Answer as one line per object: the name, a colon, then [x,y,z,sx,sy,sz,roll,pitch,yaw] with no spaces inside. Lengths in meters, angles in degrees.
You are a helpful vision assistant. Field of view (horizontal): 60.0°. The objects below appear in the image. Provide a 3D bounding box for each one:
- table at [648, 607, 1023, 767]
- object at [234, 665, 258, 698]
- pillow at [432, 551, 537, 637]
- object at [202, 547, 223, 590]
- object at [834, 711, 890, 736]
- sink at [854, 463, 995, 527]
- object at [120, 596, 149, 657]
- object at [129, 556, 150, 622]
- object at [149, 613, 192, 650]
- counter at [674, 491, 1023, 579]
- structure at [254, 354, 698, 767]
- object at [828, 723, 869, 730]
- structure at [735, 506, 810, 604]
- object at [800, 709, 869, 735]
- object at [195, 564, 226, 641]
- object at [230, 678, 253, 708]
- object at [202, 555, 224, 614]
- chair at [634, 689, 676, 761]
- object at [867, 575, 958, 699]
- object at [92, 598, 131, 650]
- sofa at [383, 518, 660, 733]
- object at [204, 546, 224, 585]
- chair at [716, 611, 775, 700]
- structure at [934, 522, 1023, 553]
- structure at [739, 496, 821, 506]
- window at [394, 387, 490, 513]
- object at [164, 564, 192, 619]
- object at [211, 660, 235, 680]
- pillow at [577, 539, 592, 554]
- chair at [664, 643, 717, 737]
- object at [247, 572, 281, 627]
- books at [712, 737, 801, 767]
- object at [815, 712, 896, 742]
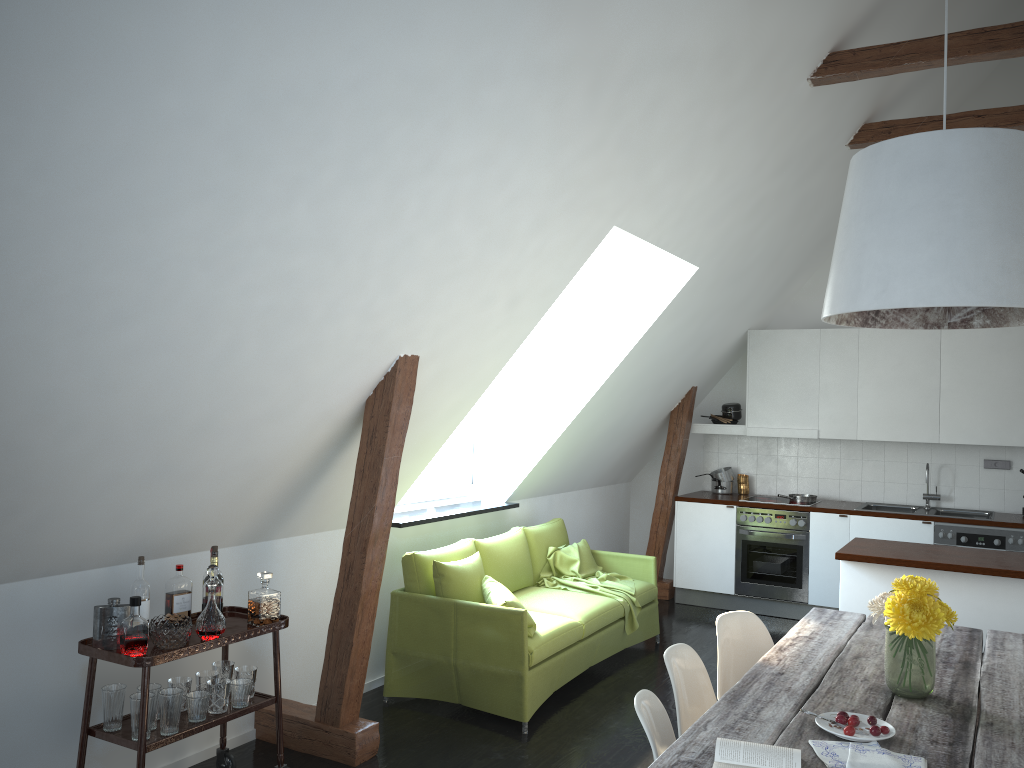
table: [1.269,1.357,2.683,1.141,0.788,2.421,1,-2,29]
object: [-1.113,1.246,3.702,0.095,0.119,0.095,2,-1,-9]
pillow: [-0.101,1.161,4.902,0.600,0.387,0.475,1,-2,26]
object: [-1.270,0.843,3.764,0.081,0.308,0.081,1,-2,21]
object: [0.949,0.927,2.415,0.132,0.034,0.144,2,-1,1]
sink: [3.261,0.892,6.999,0.963,0.519,0.671,1,-2,29]
object: [-1.368,0.875,3.215,0.087,0.206,0.087,3,-2,-36]
object: [-1.427,0.822,3.401,0.073,0.320,0.073,1,-2,20]
object: [-1.288,0.938,3.348,0.151,0.092,0.245,3,-2,-32]
counter: [2.474,0.975,6.083,3.365,0.038,3.085,1,-2,29]
structure: [-1.814,0.694,2.668,1.023,1.963,12.350,1,-2,29]
object: [0.917,0.934,2.419,0.110,0.011,0.058,1,-2,33]
structure: [2.262,1.393,7.468,0.583,0.725,0.749,1,-2,29]
object: [0.882,0.927,2.434,0.194,0.022,0.019,0,-2,45]
object: [-1.163,0.845,3.433,0.114,0.292,0.114,2,-1,1]
object: [-1.099,1.254,3.592,0.092,0.099,0.092,1,-1,7]
object: [-1.196,0.840,3.548,0.081,0.307,0.081,1,-2,35]
chair: [0.614,1.327,2.540,0.542,0.801,0.465,1,-2,15]
object: [1.252,0.784,2.774,0.233,0.365,0.293,2,-1,0]
object: [-1.480,0.889,3.290,0.135,0.182,0.052,2,-2,-24]
sofa: [0.179,1.382,5.617,0.898,0.825,2.093,1,-2,28]
object: [-1.222,0.829,3.633,0.080,0.329,0.080,1,-2,20]
chair: [1.072,1.366,3.540,0.465,0.801,0.542,3,-2,-35]
structure: [3.526,1.405,6.664,0.612,0.725,0.582,1,-2,29]
structure: [2.263,1.001,7.467,0.574,0.041,0.504,1,-2,29]
window: [0.429,-1.372,1.679,5.959,4.249,8.018,1,-2,29]
object: [-1.350,0.861,3.589,0.067,0.257,0.099,1,-2,34]
object: [-1.227,1.244,3.762,0.095,0.119,0.095,2,-1,-9]
pillow: [0.470,1.274,6.327,0.210,0.275,0.462,1,-2,27]
chair: [0.788,1.345,3.037,0.542,0.801,0.465,1,-2,30]
object: [-1.033,0.894,3.701,0.101,0.211,0.101,0,-2,44]
books: [0.591,0.913,2.139,0.202,0.042,0.251,1,-2,17]
object: [0.932,0.938,2.412,0.205,0.024,0.205,1,-2,21]
